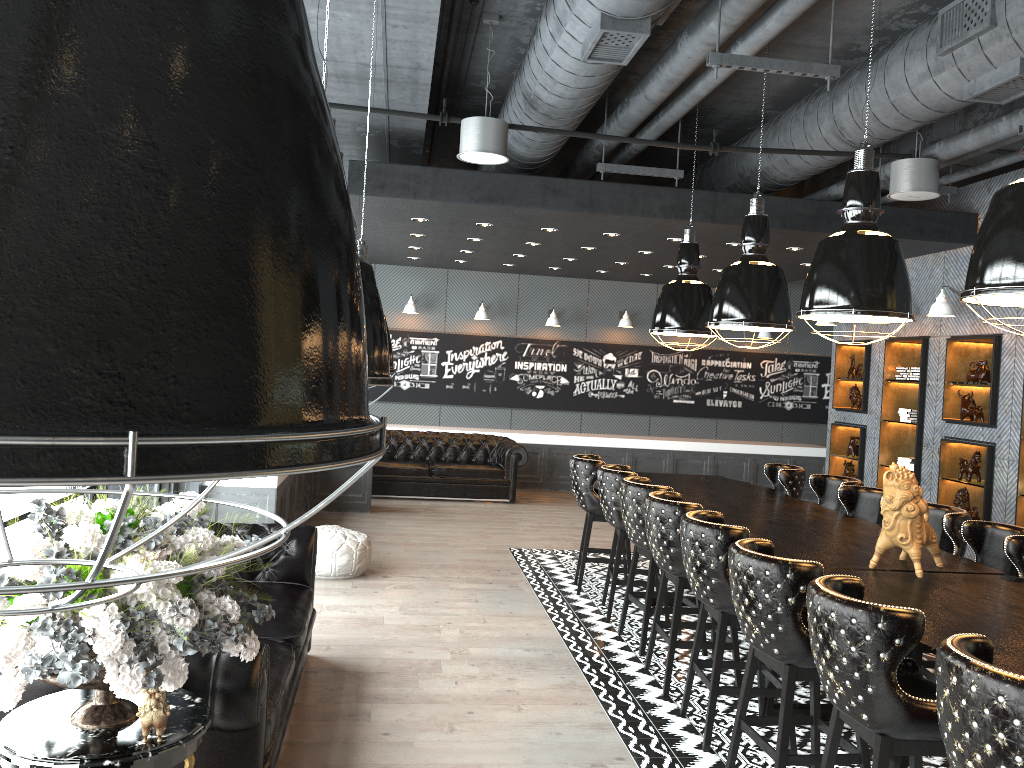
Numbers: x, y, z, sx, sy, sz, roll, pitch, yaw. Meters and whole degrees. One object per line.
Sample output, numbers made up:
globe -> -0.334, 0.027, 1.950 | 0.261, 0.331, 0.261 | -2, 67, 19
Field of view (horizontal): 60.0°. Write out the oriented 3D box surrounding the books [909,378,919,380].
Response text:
books -> 4.343, -0.045, 9.317 | 0.193, 0.028, 0.245 | 3, 1, -28

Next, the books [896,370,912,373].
books -> 4.308, -0.137, 9.601 | 0.193, 0.028, 0.245 | 3, 1, -2

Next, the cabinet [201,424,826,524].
cabinet -> 1.180, 1.256, 10.969 | 8.419, 0.827, 6.312 | 3, 1, -7

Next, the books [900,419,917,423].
books -> 4.293, 0.395, 9.430 | 0.245, 0.028, 0.193 | 3, 1, -11

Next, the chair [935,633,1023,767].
chair -> 1.433, 1.285, 2.404 | 0.568, 1.092, 0.504 | 3, 1, -13

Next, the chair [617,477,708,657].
chair -> 0.974, 1.195, 5.926 | 0.568, 1.092, 0.504 | 3, 1, -11

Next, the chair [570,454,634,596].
chair -> 0.732, 1.156, 7.348 | 0.568, 1.092, 0.504 | 3, 1, 2

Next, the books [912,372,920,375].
books -> 4.380, -0.100, 9.338 | 0.193, 0.028, 0.245 | 3, 1, -25

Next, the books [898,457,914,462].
books -> 4.267, 0.805, 9.460 | 0.225, 0.029, 0.179 | 3, 1, -24

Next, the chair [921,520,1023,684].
chair -> 2.473, 1.302, 4.726 | 0.568, 1.092, 0.504 | 3, 1, 1

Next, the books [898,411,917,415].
books -> 4.274, 0.309, 9.446 | 0.245, 0.028, 0.193 | 3, 1, -4

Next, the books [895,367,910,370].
books -> 4.310, -0.165, 9.599 | 0.193, 0.028, 0.245 | 3, 1, -10

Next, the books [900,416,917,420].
books -> 4.268, 0.366, 9.386 | 0.245, 0.028, 0.193 | 3, 1, 2

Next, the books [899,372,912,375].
books -> 4.346, -0.106, 9.606 | 0.193, 0.028, 0.245 | 3, 1, 0

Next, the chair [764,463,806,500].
chair -> 2.166, 1.235, 7.524 | 0.568, 1.092, 0.504 | 3, 1, 1

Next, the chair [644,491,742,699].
chair -> 1.035, 1.211, 5.224 | 0.568, 1.092, 0.504 | 3, 1, -5

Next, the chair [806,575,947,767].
chair -> 1.300, 1.265, 3.096 | 0.568, 1.092, 0.504 | 3, 1, -4

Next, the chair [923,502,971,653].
chair -> 2.449, 1.289, 5.409 | 0.568, 1.092, 0.504 | 3, 1, -13

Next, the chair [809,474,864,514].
chair -> 2.364, 1.259, 6.800 | 0.568, 1.092, 0.504 | 3, 1, -11

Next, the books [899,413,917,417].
books -> 4.286, 0.338, 9.428 | 0.245, 0.028, 0.193 | 3, 1, -7

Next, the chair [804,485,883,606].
chair -> 2.359, 1.271, 6.108 | 0.568, 1.092, 0.504 | 3, 1, -17

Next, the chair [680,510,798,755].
chair -> 1.116, 1.229, 4.518 | 0.568, 1.092, 0.504 | 3, 1, -3

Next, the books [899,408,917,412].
books -> 4.287, 0.282, 9.448 | 0.245, 0.028, 0.193 | 3, 1, -14

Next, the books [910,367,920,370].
books -> 4.350, -0.157, 9.315 | 0.193, 0.028, 0.245 | 3, 1, -35

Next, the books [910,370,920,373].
books -> 4.347, -0.129, 9.316 | 0.193, 0.028, 0.245 | 3, 1, -27

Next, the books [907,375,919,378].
books -> 4.325, -0.074, 9.328 | 0.193, 0.028, 0.245 | 3, 1, -20

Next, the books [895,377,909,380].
books -> 4.304, -0.052, 9.601 | 0.193, 0.028, 0.245 | 3, 1, -3

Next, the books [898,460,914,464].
books -> 4.283, 0.833, 9.468 | 0.243, 0.024, 0.175 | 3, 1, -16

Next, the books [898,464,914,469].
books -> 4.268, 0.885, 9.450 | 0.179, 0.034, 0.243 | 2, 1, -38

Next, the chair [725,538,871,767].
chair -> 1.186, 1.246, 3.774 | 0.568, 1.092, 0.504 | 3, 1, -10

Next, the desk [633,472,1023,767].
desk -> 1.828, 1.366, 4.308 | 1.433, 0.927, 7.596 | 3, 1, -7

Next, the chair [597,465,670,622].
chair -> 0.893, 1.178, 6.637 | 0.568, 1.092, 0.504 | 3, 1, 2

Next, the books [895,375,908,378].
books -> 4.293, -0.081, 9.620 | 0.193, 0.028, 0.245 | 3, 1, 5
